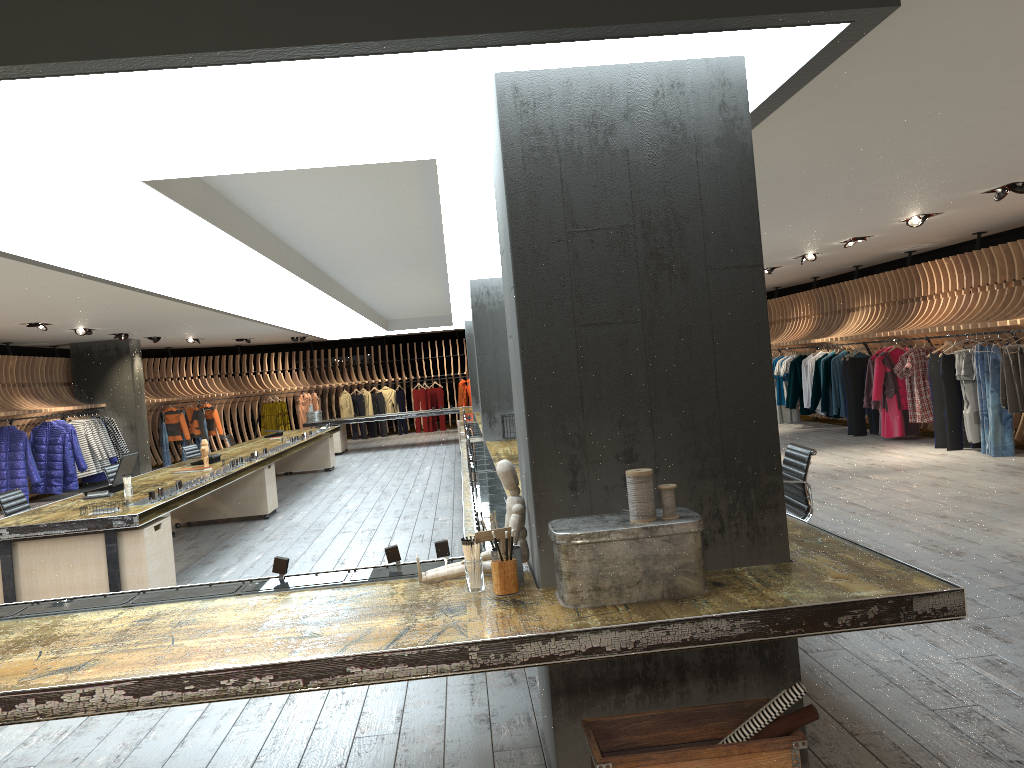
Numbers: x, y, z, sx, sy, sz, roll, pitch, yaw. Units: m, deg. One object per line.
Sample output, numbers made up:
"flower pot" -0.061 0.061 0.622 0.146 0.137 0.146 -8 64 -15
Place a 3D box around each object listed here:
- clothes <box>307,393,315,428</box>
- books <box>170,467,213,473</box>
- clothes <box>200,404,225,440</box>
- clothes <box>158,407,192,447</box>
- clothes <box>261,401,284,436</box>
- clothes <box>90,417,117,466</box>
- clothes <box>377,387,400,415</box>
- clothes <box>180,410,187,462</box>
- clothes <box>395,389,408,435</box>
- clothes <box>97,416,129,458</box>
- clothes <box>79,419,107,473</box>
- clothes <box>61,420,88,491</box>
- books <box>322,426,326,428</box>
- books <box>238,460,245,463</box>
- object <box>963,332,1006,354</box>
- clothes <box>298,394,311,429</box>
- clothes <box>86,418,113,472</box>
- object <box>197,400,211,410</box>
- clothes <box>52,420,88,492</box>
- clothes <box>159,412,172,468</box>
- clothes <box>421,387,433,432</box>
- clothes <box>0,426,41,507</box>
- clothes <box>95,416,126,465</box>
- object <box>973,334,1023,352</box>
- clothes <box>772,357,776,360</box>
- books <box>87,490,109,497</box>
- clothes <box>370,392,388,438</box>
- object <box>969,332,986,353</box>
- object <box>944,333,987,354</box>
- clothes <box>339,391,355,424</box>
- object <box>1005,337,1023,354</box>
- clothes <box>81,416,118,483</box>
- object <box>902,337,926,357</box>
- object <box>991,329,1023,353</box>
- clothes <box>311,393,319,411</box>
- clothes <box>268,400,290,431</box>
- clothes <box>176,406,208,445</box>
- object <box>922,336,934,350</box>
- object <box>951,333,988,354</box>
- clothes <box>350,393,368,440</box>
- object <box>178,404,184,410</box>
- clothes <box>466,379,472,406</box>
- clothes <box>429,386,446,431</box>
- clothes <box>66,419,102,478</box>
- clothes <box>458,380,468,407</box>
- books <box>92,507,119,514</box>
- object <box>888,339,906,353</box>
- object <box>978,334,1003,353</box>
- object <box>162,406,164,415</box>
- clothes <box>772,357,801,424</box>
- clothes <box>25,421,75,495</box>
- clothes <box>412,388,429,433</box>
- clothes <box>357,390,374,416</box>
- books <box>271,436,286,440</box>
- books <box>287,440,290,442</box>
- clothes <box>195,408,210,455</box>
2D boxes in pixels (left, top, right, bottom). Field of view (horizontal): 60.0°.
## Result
"clothes" -5.301 0.817 23.229 0.125 1.156 0.447 -5 0 -34
"books" -3.338 0.896 9.231 0.366 0.026 0.213 -5 1 7
"clothes" -7.207 0.908 21.047 0.839 0.881 0.201 -5 0 27
"clothes" -7.659 0.966 20.001 0.839 0.881 0.201 -5 0 12
"clothes" -6.090 0.963 22.500 0.664 1.045 0.168 -5 0 27
"clothes" -7.723 1.145 16.435 0.752 1.062 0.128 -5 0 -5
"clothes" -3.416 0.531 24.200 0.704 0.890 0.250 -5 0 17
"clothes" -7.501 1.302 20.249 0.200 1.422 0.309 -5 0 -11
"clothes" -3.025 0.820 24.318 0.087 1.353 0.539 -5 0 21
"clothes" -7.744 1.194 16.986 0.799 1.185 0.191 -5 0 -3
"clothes" -7.696 1.150 15.994 0.752 1.062 0.128 -5 0 -5
"clothes" -7.802 1.241 15.250 0.885 1.239 0.245 -5 0 -7
"books" -3.399 0.782 16.258 0.155 0.025 0.110 -5 1 -8
"books" -2.994 0.852 9.672 0.155 0.025 0.110 -5 1 -8
"object" 5.621 -0.499 10.526 0.549 0.243 0.023 -5 0 3
"clothes" -5.393 0.826 23.157 0.447 1.156 0.125 -5 0 31
"clothes" -7.712 1.147 16.256 0.752 1.062 0.128 -5 0 -5
"object" -7.343 0.506 20.805 0.549 0.243 0.023 -6 0 -27
"clothes" -7.713 1.234 15.077 0.884 1.246 0.249 -5 0 -7
"clothes" -7.689 1.328 19.686 0.200 1.422 0.308 -5 0 -26
"clothes" -2.344 0.765 24.453 0.093 1.338 0.551 -5 0 -33
"clothes" -7.698 1.260 13.541 0.885 1.239 0.245 -5 0 -7
"clothes" -7.724 1.195 16.799 0.807 1.187 0.192 -5 0 -3
"object" 5.649 -0.490 10.299 0.548 0.256 0.023 -5 0 22
"clothes" 5.272 0.178 17.334 0.677 1.434 0.204 -5 0 11
"books" -3.512 0.925 7.490 0.186 0.027 0.112 -5 1 -18
"clothes" -3.664 0.885 24.101 0.539 1.353 0.087 -5 0 21
"object" 5.607 -0.502 10.683 0.549 0.243 0.023 -6 0 -42
"object" 5.595 -0.504 10.887 0.549 0.243 0.023 -5 0 33
"clothes" -4.450 0.634 23.765 0.250 0.890 0.704 -5 0 -43
"object" 5.693 -0.485 9.786 0.547 0.262 0.023 -5 0 -2
"clothes" -7.857 1.224 16.632 0.885 1.239 0.245 -5 0 -7
"object" 5.525 -0.503 12.032 0.525 0.270 0.012 -5 0 -3
"object" 5.651 -0.494 9.976 0.549 0.243 0.023 -5 0 -2
"clothes" -5.166 0.803 23.322 0.125 1.156 0.447 -5 0 -39
"clothes" -5.967 0.950 22.635 0.664 1.045 0.168 -5 0 27
"clothes" -7.411 0.938 20.508 0.839 0.881 0.201 -5 0 17
"object" 5.532 -0.493 11.819 0.524 0.286 0.015 -5 0 -19
"object" 5.601 -0.499 10.791 0.549 0.250 0.023 -5 0 -2
"clothes" -4.139 0.931 23.901 0.539 1.353 0.087 -5 0 31
"object" -7.571 0.536 20.257 0.023 0.243 0.549 -5 1 -7
"clothes" -1.124 0.304 24.558 0.201 0.881 0.839 -5 0 2
"clothes" -2.058 0.739 24.486 0.551 1.338 0.093 -5 0 37
"clothes" -7.682 1.152 15.759 0.752 1.062 0.128 -5 0 -5
"clothes" -1.353 0.326 24.510 0.200 0.881 0.840 -5 0 12
"books" -2.889 0.897 6.299 0.155 0.025 0.110 -5 1 -8
"object" 5.507 -0.511 12.680 0.525 0.270 0.012 -5 0 7
"object" 5.621 -0.496 10.418 0.549 0.243 0.023 -6 0 -32
"object" -7.756 0.562 19.680 0.023 0.243 0.549 -5 1 -22
"clothes" 5.280 0.179 17.198 0.677 1.434 0.203 -5 0 -19
"clothes" -7.860 1.258 14.926 0.880 1.260 0.242 -5 0 -7
"clothes" -2.508 0.780 24.428 0.551 1.338 0.093 -5 0 42
"clothes" -3.979 0.588 24.003 0.704 0.890 0.250 -5 0 37
"books" -3.688 0.850 14.035 0.213 0.026 0.366 -5 1 -3
"books" -3.187 0.817 12.886 0.155 0.025 0.110 -5 1 -8
"clothes" -7.280 1.273 20.801 0.309 1.422 0.200 -5 0 -31
